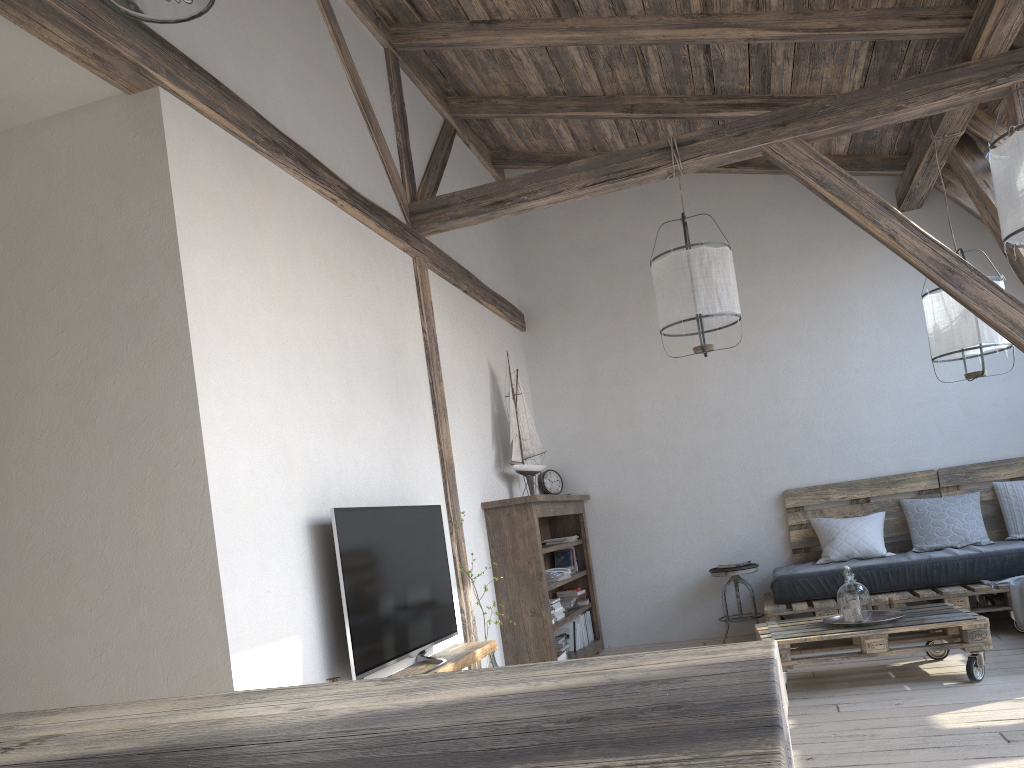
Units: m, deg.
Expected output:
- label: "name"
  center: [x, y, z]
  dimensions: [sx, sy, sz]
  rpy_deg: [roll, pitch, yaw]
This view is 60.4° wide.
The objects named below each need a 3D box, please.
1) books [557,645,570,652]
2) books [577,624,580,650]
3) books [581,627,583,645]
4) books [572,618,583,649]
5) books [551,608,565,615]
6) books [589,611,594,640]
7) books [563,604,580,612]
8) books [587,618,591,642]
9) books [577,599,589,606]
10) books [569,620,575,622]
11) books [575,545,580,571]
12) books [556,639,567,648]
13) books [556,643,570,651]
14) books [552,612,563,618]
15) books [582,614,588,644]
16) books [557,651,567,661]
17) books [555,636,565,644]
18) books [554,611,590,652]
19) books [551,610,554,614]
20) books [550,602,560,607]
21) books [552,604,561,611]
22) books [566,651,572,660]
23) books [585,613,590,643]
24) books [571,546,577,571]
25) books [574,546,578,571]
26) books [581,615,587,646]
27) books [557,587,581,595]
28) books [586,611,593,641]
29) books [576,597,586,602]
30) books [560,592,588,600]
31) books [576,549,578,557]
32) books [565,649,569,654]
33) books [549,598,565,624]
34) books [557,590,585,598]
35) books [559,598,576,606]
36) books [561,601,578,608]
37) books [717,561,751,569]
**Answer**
- label: "books"
  center: [0.283, 1.759, 5.816]
  dimensions: [0.158, 0.021, 0.226]
  rpy_deg: [-10, -10, 15]
- label: "books"
  center: [0.408, 1.789, 6.206]
  dimensions: [0.140, 0.174, 0.094]
  rpy_deg: [-9, -4, 15]
- label: "books"
  center: [0.432, 1.793, 6.271]
  dimensions: [0.140, 0.182, 0.065]
  rpy_deg: [-9, -3, 16]
- label: "books"
  center: [0.416, 1.775, 6.240]
  dimensions: [0.158, 0.210, 0.090]
  rpy_deg: [-9, -4, 15]
- label: "books"
  center: [0.237, 1.494, 5.744]
  dimensions: [0.158, 0.017, 0.220]
  rpy_deg: [-11, -10, 20]
- label: "books"
  center: [0.521, 1.816, 6.589]
  dimensions: [0.158, 0.219, 0.036]
  rpy_deg: [-9, -3, 16]
- label: "books"
  center: [0.370, 1.596, 6.245]
  dimensions: [0.153, 0.024, 0.229]
  rpy_deg: [-12, -10, 24]
- label: "books"
  center: [0.503, 1.824, 6.519]
  dimensions: [0.140, 0.184, 0.018]
  rpy_deg: [-9, -3, 16]
- label: "books"
  center: [0.455, 1.620, 6.496]
  dimensions: [0.219, 0.030, 0.163]
  rpy_deg: [-9, -9, 8]
- label: "books"
  center: [0.372, 1.778, 6.205]
  dimensions: [0.158, 0.204, 0.108]
  rpy_deg: [-9, -4, 15]
- label: "books"
  center: [0.430, 1.315, 6.633]
  dimensions: [0.137, 0.199, 0.021]
  rpy_deg: [-9, -3, 15]
- label: "books"
  center: [0.266, 1.727, 5.829]
  dimensions: [0.175, 0.025, 0.223]
  rpy_deg: [-10, -9, 10]
- label: "books"
  center: [0.270, 1.746, 5.829]
  dimensions: [0.174, 0.013, 0.231]
  rpy_deg: [-11, -10, 18]
- label: "books"
  center: [0.233, 1.509, 5.727]
  dimensions: [0.158, 0.017, 0.221]
  rpy_deg: [-10, -10, 15]
- label: "books"
  center: [0.462, 1.793, 6.402]
  dimensions: [0.158, 0.218, 0.021]
  rpy_deg: [-9, -3, 16]
- label: "books"
  center: [0.204, 1.741, 5.484]
  dimensions: [0.239, 0.087, 0.319]
  rpy_deg: [-10, -9, 15]
- label: "books"
  center: [0.268, 1.705, 5.835]
  dimensions: [0.133, 0.021, 0.200]
  rpy_deg: [-10, -10, 14]
- label: "books"
  center: [0.414, 1.773, 6.321]
  dimensions: [0.202, 0.246, 0.413]
  rpy_deg: [-9, -8, 15]
- label: "books"
  center: [0.152, 1.425, 5.422]
  dimensions: [0.158, 0.017, 0.220]
  rpy_deg: [-11, -10, 20]
- label: "books"
  center: [0.208, 1.452, 5.754]
  dimensions: [0.158, 0.017, 0.220]
  rpy_deg: [-11, -10, 20]
- label: "books"
  center: [0.235, 1.463, 5.738]
  dimensions: [0.140, 0.018, 0.186]
  rpy_deg: [-10, -10, 15]
- label: "books"
  center: [0.288, 1.808, 5.812]
  dimensions: [0.174, 0.038, 0.225]
  rpy_deg: [-10, -9, 15]
- label: "books"
  center: [0.479, 1.797, 6.440]
  dimensions: [0.158, 0.218, 0.017]
  rpy_deg: [-9, -3, 16]
- label: "books"
  center: [0.411, 1.311, 6.597]
  dimensions: [0.136, 0.200, 0.021]
  rpy_deg: [-9, -3, 15]
- label: "books"
  center: [0.417, 1.321, 6.616]
  dimensions: [0.140, 0.184, 0.020]
  rpy_deg: [-9, -3, 16]
- label: "books"
  center: [0.448, 1.783, 6.332]
  dimensions: [0.158, 0.218, 0.017]
  rpy_deg: [-9, -3, 16]
- label: "books"
  center: [0.420, 1.534, 6.520]
  dimensions: [0.143, 0.019, 0.203]
  rpy_deg: [-10, -10, 15]
- label: "books"
  center: [0.511, 1.813, 6.562]
  dimensions: [0.158, 0.218, 0.021]
  rpy_deg: [-9, -3, 16]
- label: "books"
  center: [0.444, 1.595, 6.492]
  dimensions: [0.205, 0.021, 0.151]
  rpy_deg: [-9, -9, 4]
- label: "books"
  center: [0.448, 1.572, 6.503]
  dimensions: [0.162, 0.026, 0.203]
  rpy_deg: [-12, -10, 23]
- label: "books"
  center: [0.430, 1.327, 6.663]
  dimensions: [0.140, 0.184, 0.020]
  rpy_deg: [-9, -3, 16]
- label: "books"
  center: [0.286, 1.779, 5.815]
  dimensions: [0.158, 0.021, 0.226]
  rpy_deg: [-10, -9, 11]
- label: "books"
  center: [0.174, 1.448, 5.593]
  dimensions: [0.207, 0.150, 0.552]
  rpy_deg: [-10, -9, 14]
- label: "books"
  center: [0.438, 1.548, 6.497]
  dimensions: [0.158, 0.021, 0.220]
  rpy_deg: [-11, -10, 19]
- label: "books"
  center: [0.365, 1.552, 6.256]
  dimensions: [0.152, 0.024, 0.230]
  rpy_deg: [-10, -9, 11]
- label: "books"
  center: [0.367, 1.574, 6.253]
  dimensions: [0.160, 0.022, 0.213]
  rpy_deg: [-10, -10, 15]
- label: "books"
  center: [1.566, 1.273, 6.203]
  dimensions: [0.204, 0.021, 0.152]
  rpy_deg: [2, -13, -45]
